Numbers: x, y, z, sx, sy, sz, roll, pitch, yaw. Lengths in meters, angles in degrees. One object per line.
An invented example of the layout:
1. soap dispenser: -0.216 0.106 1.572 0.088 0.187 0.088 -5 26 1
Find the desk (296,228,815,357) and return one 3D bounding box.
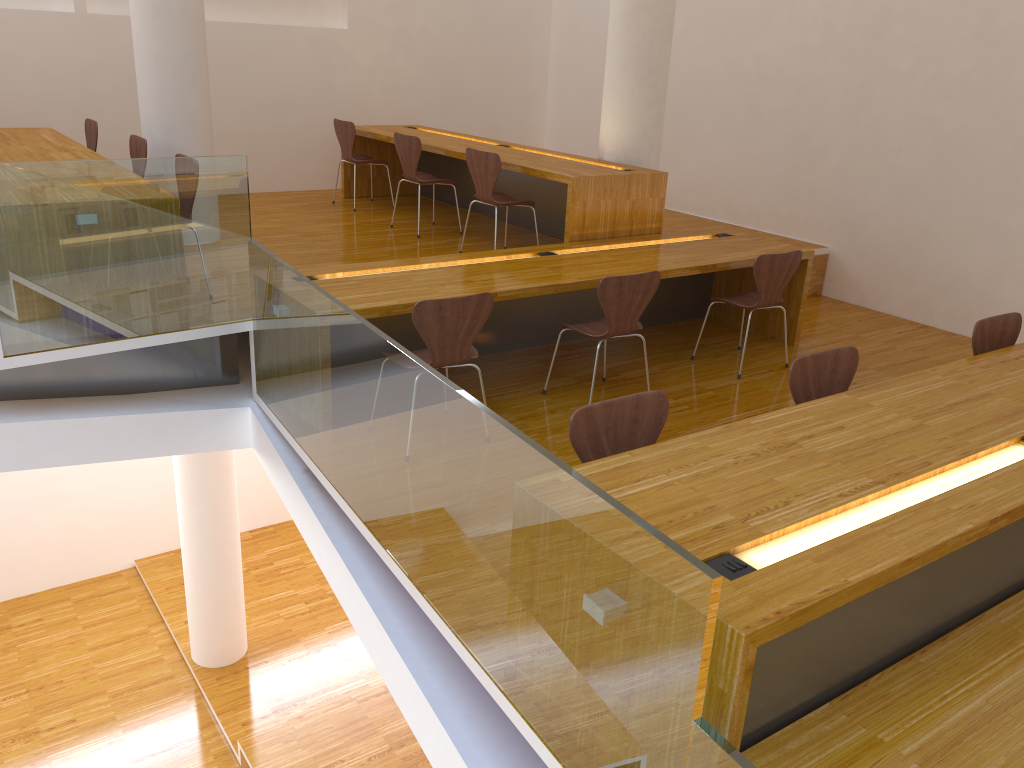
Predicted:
1. desk: 0.301 -0.385 4.896 3.185 0.606 0.760 -11 25 -33

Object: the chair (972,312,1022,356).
1. chair: 2.139 0.093 3.741 0.428 0.693 0.381 -11 25 -33

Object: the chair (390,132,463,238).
1. chair: -0.616 -1.452 6.423 0.381 0.693 0.428 -11 25 -33

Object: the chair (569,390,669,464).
1. chair: 0.403 0.423 2.623 0.428 0.693 0.381 -11 25 -33

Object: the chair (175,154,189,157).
1. chair: -1.804 -0.799 4.520 0.381 0.693 0.428 -11 25 -33

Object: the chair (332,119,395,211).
1. chair: -1.223 -1.811 7.293 0.381 0.693 0.428 -11 25 -33

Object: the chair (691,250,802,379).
1. chair: 1.346 -0.446 5.064 0.428 0.693 0.381 -11 25 -33

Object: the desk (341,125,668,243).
1. desk: -0.255 -1.478 6.652 0.760 0.606 3.185 -11 25 -33

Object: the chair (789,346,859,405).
1. chair: 1.199 0.264 3.156 0.428 0.693 0.381 -11 25 -33

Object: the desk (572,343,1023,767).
1. desk: 1.649 0.625 2.838 3.236 0.918 1.285 -11 25 -33

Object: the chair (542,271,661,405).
1. chair: 0.451 -0.250 4.422 0.428 0.693 0.381 -11 25 -33

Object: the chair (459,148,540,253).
1. chair: -0.062 -1.147 5.686 0.381 0.693 0.428 -11 25 -33

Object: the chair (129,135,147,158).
1. chair: -2.359 -1.105 5.257 0.381 0.693 0.428 -11 25 -33

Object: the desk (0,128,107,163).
1. desk: -2.998 -0.993 4.745 1.527 0.785 3.243 -11 25 -33

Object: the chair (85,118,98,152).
1. chair: -3.028 -1.450 6.085 0.381 0.693 0.428 -11 25 -33

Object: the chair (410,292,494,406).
1. chair: -0.346 -0.091 3.889 0.428 0.693 0.381 -11 25 -33
